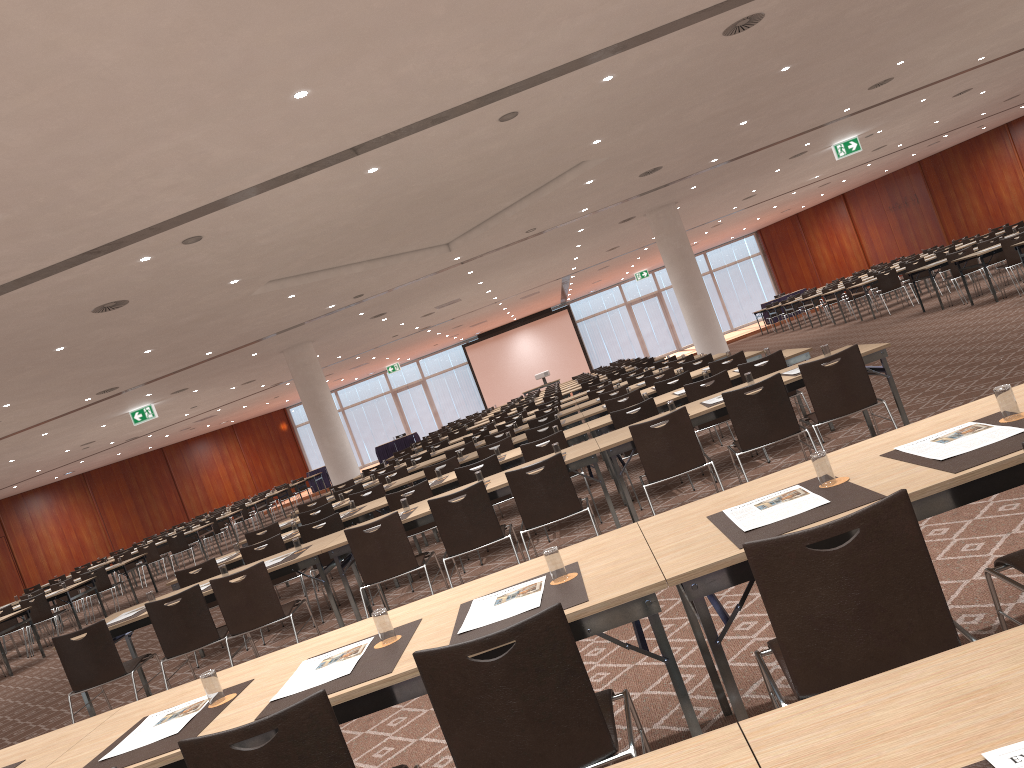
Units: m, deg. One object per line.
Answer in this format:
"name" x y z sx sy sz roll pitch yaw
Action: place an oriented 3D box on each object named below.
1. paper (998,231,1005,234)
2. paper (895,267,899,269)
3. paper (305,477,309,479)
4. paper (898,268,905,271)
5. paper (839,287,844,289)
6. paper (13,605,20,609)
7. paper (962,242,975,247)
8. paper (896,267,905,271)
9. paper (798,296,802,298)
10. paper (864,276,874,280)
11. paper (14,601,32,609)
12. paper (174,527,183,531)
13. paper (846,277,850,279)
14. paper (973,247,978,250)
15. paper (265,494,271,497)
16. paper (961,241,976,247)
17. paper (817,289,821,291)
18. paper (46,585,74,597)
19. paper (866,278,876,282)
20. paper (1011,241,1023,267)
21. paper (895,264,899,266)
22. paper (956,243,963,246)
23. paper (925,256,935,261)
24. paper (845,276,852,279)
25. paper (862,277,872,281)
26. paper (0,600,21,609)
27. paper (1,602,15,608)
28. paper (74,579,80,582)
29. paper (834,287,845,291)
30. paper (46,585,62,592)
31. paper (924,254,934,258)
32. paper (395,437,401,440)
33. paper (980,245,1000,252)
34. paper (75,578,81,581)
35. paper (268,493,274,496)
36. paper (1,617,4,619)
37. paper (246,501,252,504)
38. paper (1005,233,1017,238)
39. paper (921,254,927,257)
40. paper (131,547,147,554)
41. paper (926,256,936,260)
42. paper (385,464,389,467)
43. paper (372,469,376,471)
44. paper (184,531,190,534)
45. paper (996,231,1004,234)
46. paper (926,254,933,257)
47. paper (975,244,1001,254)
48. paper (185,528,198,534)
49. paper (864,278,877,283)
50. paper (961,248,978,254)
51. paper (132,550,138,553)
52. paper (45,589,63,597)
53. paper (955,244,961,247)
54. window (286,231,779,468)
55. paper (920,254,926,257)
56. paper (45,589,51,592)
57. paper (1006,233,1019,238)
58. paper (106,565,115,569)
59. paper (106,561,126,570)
"paper" 10.950 -3.395 19.875 0.460 0.003 0.565 -20 0 1
"paper" 9.547 -2.883 21.969 0.460 0.003 0.565 -20 0 4
"paper" -7.267 3.322 31.023 0.460 0.003 0.565 -20 0 3
"paper" 8.842 -2.613 19.997 0.460 0.003 0.565 -20 0 1
"paper" 8.293 -2.423 22.119 0.284 0.006 0.398 -20 0 4
"paper" -8.687 3.912 15.667 0.283 0.006 0.398 -20 0 3
"paper" 10.344 -3.170 19.896 0.460 0.003 0.565 -20 0 0
"paper" 8.804 -2.603 20.073 0.284 0.006 0.398 -20 0 6
"paper" 9.174 -2.775 28.042 0.283 0.006 0.398 -20 0 1
"paper" 8.888 -2.643 22.062 0.283 0.006 0.398 -20 0 0
"paper" -8.675 3.912 15.602 0.460 0.003 0.565 -20 0 1
"paper" -10.210 4.431 27.188 0.460 0.003 0.565 -20 0 3
"paper" 11.457 -3.627 29.837 0.460 0.003 0.565 -20 0 3
"paper" 8.610 -2.516 16.577 0.283 0.006 0.398 -20 0 2
"paper" -7.480 3.414 27.112 0.284 0.006 0.398 -20 0 5
"paper" 10.295 -3.157 19.984 0.283 0.006 0.398 -20 0 3
"paper" 9.767 -2.995 28.001 0.283 0.006 0.398 -20 0 1
"paper" -8.050 3.680 15.571 0.460 0.003 0.565 -20 0 2
"paper" 8.170 -2.368 20.092 0.284 0.006 0.398 -20 0 4
"paper" 8.597 -2.045 12.660 2.267 0.833 0.953 -20 0 3
"paper" 10.495 -3.248 23.958 0.284 0.006 0.398 -20 0 4
"paper" 11.019 -3.434 21.912 0.284 0.006 0.398 -20 0 5
"paper" 9.457 -2.841 19.971 0.460 0.003 0.565 -20 0 4
"paper" 11.398 -3.609 29.937 0.283 0.006 0.398 -20 0 2
"paper" 8.919 -2.650 21.989 0.460 0.003 0.565 -20 0 1
"paper" -10.088 4.428 17.700 0.460 0.003 0.565 -20 0 4
"paper" -10.122 4.435 17.756 0.284 0.006 0.398 -20 0 5
"paper" -8.560 3.861 17.572 0.460 0.003 0.565 -20 0 4
"paper" 8.300 -2.421 22.020 0.460 0.003 0.565 -20 0 1
"paper" -9.143 4.077 17.627 0.460 0.003 0.565 -20 0 1
"paper" 10.454 -3.220 21.881 0.460 0.003 0.565 -20 0 5
"paper" -4.355 2.085 34.337 0.283 0.006 0.398 -20 0 3
"paper" 7.889 -2.240 14.601 0.283 0.006 0.398 -20 0 3
"paper" -8.590 3.867 17.632 0.284 0.006 0.398 -20 0 6
"paper" -7.466 3.413 27.025 0.460 0.003 0.565 -20 0 2
"paper" -8.157 3.728 13.563 0.460 0.003 0.565 -20 0 3
"paper" -8.121 3.652 27.141 0.283 0.006 0.398 -20 0 3
"paper" 9.204 -2.736 16.532 0.284 0.006 0.398 -20 0 5
"paper" 11.131 -3.480 23.880 0.460 0.003 0.565 -20 0 0
"paper" -8.981 4.001 21.120 0.460 0.003 0.565 -20 0 0
"paper" 9.367 -2.812 20.000 0.283 0.006 0.398 -20 0 3
"paper" -2.612 1.653 17.198 0.460 0.003 0.565 -20 0 5
"paper" -2.643 1.660 17.305 0.283 0.006 0.398 -20 0 3
"paper" -7.827 3.569 21.109 0.283 0.006 0.398 -20 0 1
"paper" 10.894 -3.379 19.924 0.283 0.006 0.398 -20 0 2
"paper" 10.426 -3.214 21.970 0.283 0.006 0.398 -20 0 3
"paper" 7.925 -2.248 14.537 0.460 0.003 0.565 -20 0 1
"paper" -7.769 3.551 21.049 0.460 0.003 0.565 -20 0 4
"paper" 8.226 -2.384 20.039 0.460 0.003 0.565 -20 0 4
"paper" 8.667 -2.533 16.490 0.460 0.003 0.565 -20 0 4
"paper" -9.030 4.015 21.207 0.283 0.006 0.398 -20 0 3
"paper" -8.073 3.684 15.624 0.283 0.006 0.398 -20 0 3
"paper" 11.061 -3.445 21.846 0.460 0.003 0.565 -20 0 4
"window" 0.893 -1.062 40.597 22.966 3.873 0.217 -20 1 3
"paper" 11.109 -3.476 23.940 0.283 0.006 0.398 -20 0 1
"paper" -9.218 4.100 17.721 0.284 0.006 0.398 -20 0 4
"paper" 9.237 -2.744 16.477 0.460 0.003 0.565 -20 0 4
"paper" -8.006 3.651 17.598 0.283 0.006 0.398 -20 0 2
"paper" -7.951 3.634 17.564 0.460 0.003 0.565 -20 0 0
